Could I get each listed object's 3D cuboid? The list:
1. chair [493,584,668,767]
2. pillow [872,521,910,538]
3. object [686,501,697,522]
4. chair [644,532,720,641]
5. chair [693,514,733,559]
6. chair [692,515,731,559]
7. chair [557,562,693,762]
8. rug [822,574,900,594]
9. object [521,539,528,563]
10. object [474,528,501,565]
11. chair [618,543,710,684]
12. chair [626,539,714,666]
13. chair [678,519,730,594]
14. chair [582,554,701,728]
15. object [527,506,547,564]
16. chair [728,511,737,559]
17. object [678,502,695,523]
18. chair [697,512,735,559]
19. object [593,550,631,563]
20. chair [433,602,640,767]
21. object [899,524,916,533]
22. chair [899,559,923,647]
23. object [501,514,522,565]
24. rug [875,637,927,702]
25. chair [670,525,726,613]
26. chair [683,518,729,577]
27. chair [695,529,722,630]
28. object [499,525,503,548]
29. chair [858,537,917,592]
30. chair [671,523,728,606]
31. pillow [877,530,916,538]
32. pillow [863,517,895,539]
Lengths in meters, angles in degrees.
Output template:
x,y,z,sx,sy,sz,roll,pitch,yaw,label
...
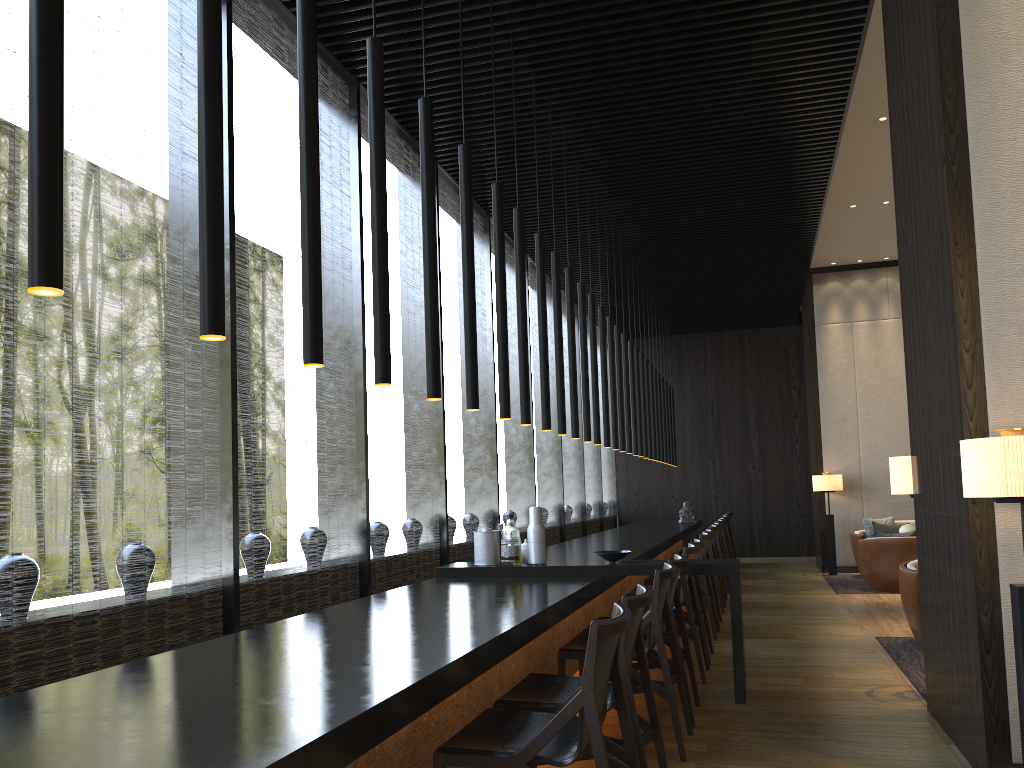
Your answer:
x,y,z,sx,sy,sz,roll,pitch,yaw,label
0.260,1.156,3.173,0.563,0.823,0.528,-3,-5,15,chair
4.827,1.920,11.264,0.472,0.359,0.220,-3,-5,12,pillow
2.669,1.944,13.468,0.210,0.311,0.164,-6,-6,40,object
1.374,1.634,7.205,0.563,0.823,0.528,-3,-5,15,chair
2.808,2.249,12.394,0.563,0.823,0.528,-3,-5,15,chair
2.655,2.183,11.840,0.563,0.823,0.528,-3,-5,15,chair
0.529,1.272,4.148,0.563,0.823,0.528,-3,-5,15,chair
4.802,2.337,10.421,2.042,0.008,2.251,-4,-8,15,rug
0.087,0.999,5.502,0.135,0.216,0.136,-2,-5,2,object
-0.152,0.999,5.447,0.169,0.218,0.169,-3,-5,11,object
0.952,1.453,5.677,0.563,0.823,0.528,-3,-5,15,chair
1.104,1.518,6.230,0.563,0.823,0.528,-3,-5,15,chair
2.226,1.999,10.287,0.563,0.823,0.528,-3,-5,15,chair
0.682,1.337,4.702,0.563,0.823,0.528,-3,-5,15,chair
0.148,0.915,5.361,0.113,0.343,0.113,-3,-4,11,object
3.237,2.433,13.947,0.563,0.823,0.528,-3,-5,15,chair
2.598,1.917,13.229,0.207,0.309,0.163,-2,-5,-5,object
3.084,2.367,13.394,0.563,0.823,0.528,-3,-5,15,chair
0.594,1.028,5.249,0.227,0.067,0.228,-4,-7,18,object
0.107,1.091,2.620,0.563,0.823,0.528,-3,-5,15,chair
4.764,1.759,10.591,0.245,0.167,0.246,1,-7,-27,object
3.254,1.584,6.455,0.804,0.601,0.608,-4,-6,15,chair
-0.006,0.940,5.356,0.129,0.304,0.129,-2,-4,1,object
3.434,1.751,5.471,1.959,0.008,2.251,-4,-8,15,rug
1.796,1.815,8.733,0.563,0.823,0.528,-3,-5,15,chair
2.379,2.065,10.840,0.563,0.823,0.528,-3,-5,15,chair
1.527,1.699,7.758,0.563,0.823,0.528,-3,-5,15,chair
-0.065,0.999,5.539,0.067,0.236,0.067,-3,-4,9,object
4.238,1.965,9.693,0.804,0.601,0.608,-4,-6,15,chair
1.949,1.880,9.287,0.563,0.823,0.528,-3,-5,15,chair
4.195,1.740,9.593,0.442,0.337,0.205,-4,-5,22,pillow
4.770,1.924,11.441,0.433,0.398,0.202,-1,-5,-6,pillow
